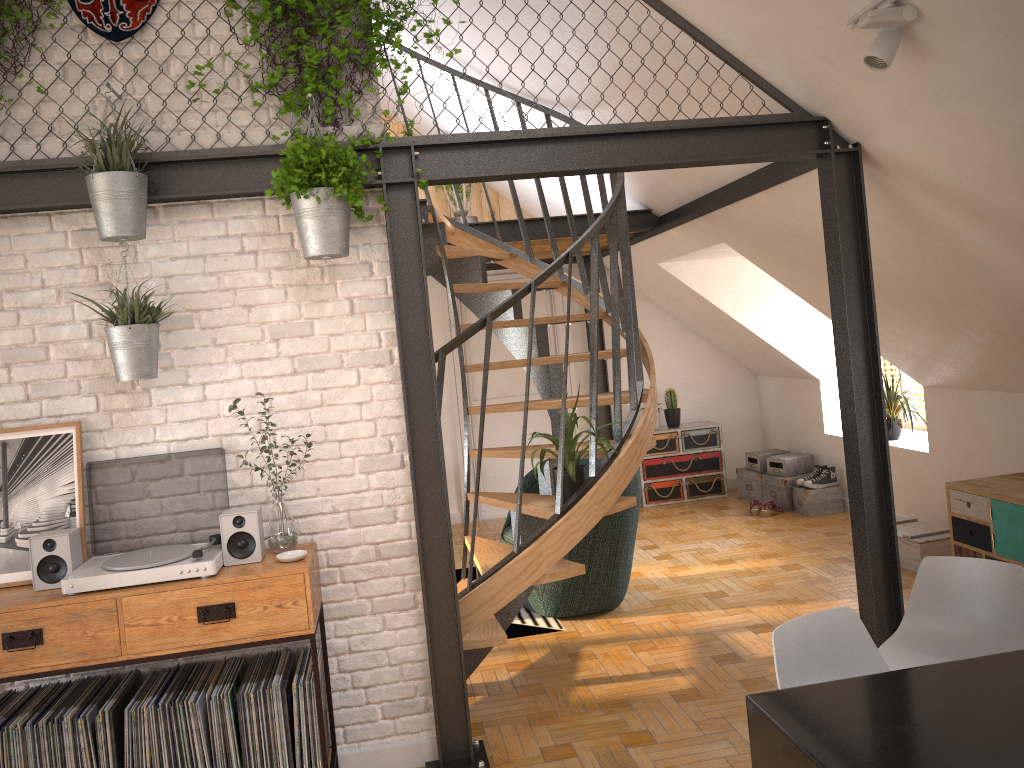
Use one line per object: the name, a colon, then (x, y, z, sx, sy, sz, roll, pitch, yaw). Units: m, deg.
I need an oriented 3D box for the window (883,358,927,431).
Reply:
window: (-0.477, -0.655, 3.206, 8.635, 4.463, 7.788, -6, 2, -9)

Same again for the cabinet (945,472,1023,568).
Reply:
cabinet: (2.890, 0.881, 4.221, 0.597, 0.633, 1.759, -6, 3, -8)

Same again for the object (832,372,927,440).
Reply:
object: (2.970, 0.136, 6.937, 1.017, 0.583, 0.923, -5, 2, 10)

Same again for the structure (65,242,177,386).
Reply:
structure: (-1.431, -0.258, 3.295, 0.359, 0.534, 0.385, -6, 1, 1)

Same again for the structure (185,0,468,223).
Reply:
structure: (-0.729, -1.564, 3.555, 1.306, 1.869, 0.458, -6, 1, -12)

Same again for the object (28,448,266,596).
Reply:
object: (-1.333, 0.486, 3.247, 0.787, 0.414, 0.415, -6, 2, -9)

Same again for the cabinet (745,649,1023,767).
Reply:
cabinet: (1.784, 0.877, 1.508, 2.438, 1.135, 1.000, -6, 2, -9)

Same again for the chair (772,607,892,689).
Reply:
chair: (0.929, 1.058, 2.220, 0.404, 0.866, 0.429, -6, 1, -28)

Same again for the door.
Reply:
door: (0.031, 0.105, 8.416, 1.201, 2.299, 0.088, -6, 1, -9)

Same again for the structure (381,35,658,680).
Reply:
structure: (-0.083, -0.432, 4.826, 1.627, 3.816, 2.251, -5, 1, 6)

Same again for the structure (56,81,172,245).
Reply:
structure: (-1.495, -0.812, 3.277, 0.348, 0.607, 0.385, -4, 2, 44)

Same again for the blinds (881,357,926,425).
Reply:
blinds: (3.258, -0.408, 6.952, 0.070, 1.484, 1.431, -6, 2, -8)

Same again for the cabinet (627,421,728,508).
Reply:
cabinet: (1.575, 0.757, 8.470, 0.834, 0.695, 0.379, -6, 1, -9)

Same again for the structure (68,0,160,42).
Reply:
structure: (-1.558, -1.783, 3.333, 0.441, 0.964, 0.192, -6, 1, -9)

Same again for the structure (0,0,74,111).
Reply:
structure: (-2.370, -1.229, 3.288, 2.128, 1.678, 0.431, -6, 1, -8)

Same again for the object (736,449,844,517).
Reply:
object: (2.305, 0.857, 7.796, 0.697, 0.429, 1.156, -6, 3, -9)

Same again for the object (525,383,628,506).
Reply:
object: (0.236, 0.273, 4.232, 0.529, 0.591, 0.457, -6, 2, -21)

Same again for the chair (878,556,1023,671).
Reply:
chair: (1.338, 0.999, 2.633, 0.431, 0.871, 0.403, -6, 1, -41)

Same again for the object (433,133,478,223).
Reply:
object: (-0.506, -1.696, 7.892, 0.732, 1.048, 0.791, -5, 2, 31)

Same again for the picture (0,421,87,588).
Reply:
picture: (-1.812, 0.449, 3.299, 0.411, 0.576, 0.126, -6, 1, -9)

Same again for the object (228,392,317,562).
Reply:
object: (-0.913, 0.337, 3.335, 0.295, 0.620, 0.291, -5, 1, 7)

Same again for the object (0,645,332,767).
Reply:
object: (-1.343, 1.377, 3.211, 1.314, 0.574, 0.404, -6, 1, -9)

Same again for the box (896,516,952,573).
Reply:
box: (2.599, 1.037, 5.791, 0.376, 0.218, 0.641, -6, 3, -13)

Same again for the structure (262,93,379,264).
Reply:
structure: (-0.736, -0.784, 3.377, 0.437, 0.652, 0.424, -5, 1, 22)

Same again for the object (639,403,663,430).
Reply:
object: (1.318, 0.272, 8.384, 0.234, 0.329, 0.214, -6, 1, -3)

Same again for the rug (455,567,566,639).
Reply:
rug: (-1.540, 1.561, 5.637, 3.502, 0.010, 1.701, -6, 3, -9)

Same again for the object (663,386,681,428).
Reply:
object: (1.518, 0.214, 8.439, 0.169, 0.401, 0.168, -5, 1, 43)

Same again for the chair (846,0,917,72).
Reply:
chair: (-0.330, 0.304, 1.133, 4.021, 2.684, 3.491, -6, 2, -8)

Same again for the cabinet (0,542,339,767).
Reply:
cabinet: (-1.317, 1.179, 3.203, 1.265, 0.963, 0.456, -6, 1, -9)

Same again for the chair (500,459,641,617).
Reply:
chair: (0.368, 0.899, 5.537, 0.902, 0.964, 0.896, -6, 2, -23)
